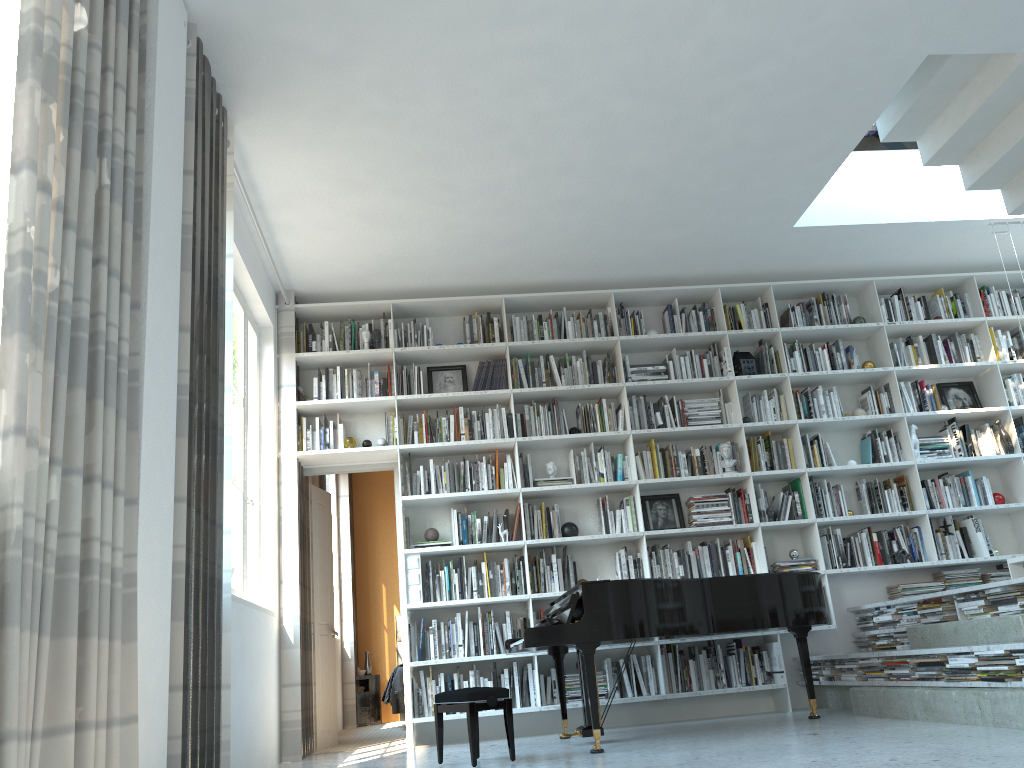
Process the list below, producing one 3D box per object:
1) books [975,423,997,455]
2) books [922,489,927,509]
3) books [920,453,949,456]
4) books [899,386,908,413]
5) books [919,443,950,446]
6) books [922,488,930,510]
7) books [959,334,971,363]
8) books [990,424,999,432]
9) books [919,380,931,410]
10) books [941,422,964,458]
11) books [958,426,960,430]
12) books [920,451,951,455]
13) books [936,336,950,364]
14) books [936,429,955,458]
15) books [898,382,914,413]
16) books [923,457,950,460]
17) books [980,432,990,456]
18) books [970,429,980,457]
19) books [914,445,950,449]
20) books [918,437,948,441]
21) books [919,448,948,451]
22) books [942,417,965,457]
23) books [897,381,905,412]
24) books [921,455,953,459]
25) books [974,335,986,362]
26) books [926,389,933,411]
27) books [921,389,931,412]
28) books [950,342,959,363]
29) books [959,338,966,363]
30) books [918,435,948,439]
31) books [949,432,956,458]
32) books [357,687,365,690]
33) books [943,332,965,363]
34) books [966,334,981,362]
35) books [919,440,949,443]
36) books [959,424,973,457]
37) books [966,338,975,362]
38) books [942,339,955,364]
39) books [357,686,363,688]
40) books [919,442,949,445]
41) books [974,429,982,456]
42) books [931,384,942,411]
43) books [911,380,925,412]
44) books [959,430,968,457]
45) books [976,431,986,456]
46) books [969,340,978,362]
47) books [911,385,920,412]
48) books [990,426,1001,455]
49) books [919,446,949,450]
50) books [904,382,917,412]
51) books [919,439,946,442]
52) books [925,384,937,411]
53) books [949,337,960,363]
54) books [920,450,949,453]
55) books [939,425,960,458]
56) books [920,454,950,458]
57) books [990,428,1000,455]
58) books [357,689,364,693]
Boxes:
[{"bbox_3d":[3.642,0.461,6.838,0.021,0.270,0.192,-3,-18,-6],"label":"books"},{"bbox_3d":[3.052,0.888,6.662,0.023,0.186,0.160,-3,-18,-6],"label":"books"},{"bbox_3d":[3.184,0.558,6.788,0.254,0.012,0.161,-4,-18,-4],"label":"books"},{"bbox_3d":[3.013,0.161,6.894,0.011,0.247,0.156,-3,-18,-6],"label":"books"},{"bbox_3d":[3.181,0.489,6.810,0.285,0.012,0.160,-4,-18,-4],"label":"books"},{"bbox_3d":[3.075,0.887,6.662,0.022,0.183,0.163,-3,-18,-6],"label":"books"},{"bbox_3d":[3.572,-0.236,7.056,0.036,0.271,0.177,-3,-18,-6],"label":"books"},{"bbox_3d":[3.778,0.457,6.885,0.029,0.282,0.139,-3,-18,-6],"label":"books"},{"bbox_3d":[3.192,0.132,6.915,0.014,0.284,0.176,-3,-18,-6],"label":"books"},{"bbox_3d":[3.388,0.460,6.814,0.011,0.299,0.184,-3,-18,-6],"label":"books"},{"bbox_3d":[3.439,0.475,6.839,0.013,0.279,0.131,-3,-18,-6],"label":"books"},{"bbox_3d":[3.184,0.547,6.791,0.285,0.012,0.160,-3,-18,-8],"label":"books"},{"bbox_3d":[3.401,-0.225,7.059,0.048,0.282,0.163,-3,-18,-6],"label":"books"},{"bbox_3d":[3.334,0.491,6.817,0.012,0.253,0.161,-3,-18,-6],"label":"books"},{"bbox_3d":[3.049,0.141,6.910,0.065,0.288,0.146,-3,-18,-6],"label":"books"},{"bbox_3d":[3.187,0.591,6.773,0.254,0.012,0.161,-2,-18,-10],"label":"books"},{"bbox_3d":[3.620,0.497,6.850,0.025,0.212,0.156,-3,-18,-6],"label":"books"},{"bbox_3d":[3.532,0.485,6.836,0.031,0.241,0.147,-3,-18,-6],"label":"books"},{"bbox_3d":[3.182,0.500,6.804,0.285,0.012,0.160,-2,-18,-9],"label":"books"},{"bbox_3d":[3.177,0.443,6.824,0.285,0.012,0.160,-3,-18,-8],"label":"books"},{"bbox_3d":[3.182,0.525,6.803,0.254,0.012,0.161,-3,-18,-6],"label":"books"},{"bbox_3d":[3.397,0.441,6.820,0.010,0.338,0.180,-3,-18,-6],"label":"books"},{"bbox_3d":[2.997,0.139,6.909,0.015,0.299,0.141,-3,-18,-6],"label":"books"},{"bbox_3d":[3.186,0.579,6.774,0.285,0.012,0.160,-5,-18,-1],"label":"books"},{"bbox_3d":[3.695,-0.236,7.078,0.031,0.264,0.170,-3,-18,-6],"label":"books"},{"bbox_3d":[3.218,0.166,6.910,0.033,0.212,0.153,-3,-18,-6],"label":"books"},{"bbox_3d":[3.183,0.166,6.891,0.013,0.206,0.190,-3,-18,-6],"label":"books"},{"bbox_3d":[3.471,-0.203,7.040,0.031,0.216,0.166,-3,-18,-6],"label":"books"},{"bbox_3d":[3.549,-0.221,7.058,0.011,0.248,0.152,-3,-18,-6],"label":"books"},{"bbox_3d":[3.176,0.432,6.828,0.285,0.012,0.160,-4,-18,-4],"label":"books"},{"bbox_3d":[3.350,0.498,6.834,0.023,0.246,0.138,-3,-18,-6],"label":"books"},{"bbox_3d":[-1.758,3.404,9.901,0.189,0.022,0.134,12,-25,-42],"label":"books"},{"bbox_3d":[3.517,-0.244,7.052,0.022,0.293,0.181,-3,-18,-6],"label":"books"},{"bbox_3d":[3.666,-0.243,7.080,0.026,0.283,0.147,-3,-18,-6],"label":"books"},{"bbox_3d":[3.179,0.466,6.817,0.285,0.012,0.160,-4,-18,-4],"label":"books"},{"bbox_3d":[3.476,0.468,6.831,0.059,0.281,0.168,-3,-18,-6],"label":"books"},{"bbox_3d":[3.606,-0.221,7.061,0.030,0.240,0.162,-3,-18,-6],"label":"books"},{"bbox_3d":[3.436,-0.214,7.033,0.014,0.239,0.190,-3,-18,-6],"label":"books"},{"bbox_3d":[-1.759,3.391,9.914,0.133,0.012,0.189,-9,-18,11],"label":"books"},{"bbox_3d":[3.181,0.475,6.807,0.285,0.012,0.160,-2,-18,-11],"label":"books"},{"bbox_3d":[3.561,0.485,6.858,0.031,0.249,0.133,-3,-18,-6],"label":"books"},{"bbox_3d":[3.268,0.145,6.910,0.026,0.243,0.178,-3,-18,-6],"label":"books"},{"bbox_3d":[3.146,0.134,6.912,0.012,0.286,0.177,-3,-18,-6],"label":"books"},{"bbox_3d":[3.421,0.491,6.814,0.030,0.235,0.180,-3,-18,-6],"label":"books"},{"bbox_3d":[3.592,0.490,6.857,0.028,0.234,0.129,-3,-18,-6],"label":"books"},{"bbox_3d":[3.644,-0.217,7.074,0.022,0.233,0.159,-3,-18,-6],"label":"books"},{"bbox_3d":[3.118,0.152,6.929,0.043,0.268,0.131,-3,-18,-6],"label":"books"},{"bbox_3d":[3.705,0.470,6.859,0.024,0.254,0.145,-3,-18,-6],"label":"books"},{"bbox_3d":[3.184,0.510,6.796,0.254,0.012,0.161,-5,-18,-1],"label":"books"},{"bbox_3d":[3.090,0.142,6.919,0.012,0.284,0.160,-3,-18,-6],"label":"books"},{"bbox_3d":[3.178,0.455,6.820,0.254,0.012,0.161,-4,-18,-4],"label":"books"},{"bbox_3d":[3.243,0.145,6.919,0.021,0.252,0.167,-3,-18,-6],"label":"books"},{"bbox_3d":[3.495,-0.224,7.058,0.023,0.263,0.156,-3,-18,-6],"label":"books"},{"bbox_3d":[3.184,0.533,6.789,0.254,0.012,0.161,-2,-18,-11],"label":"books"},{"bbox_3d":[3.375,0.477,6.835,0.012,0.284,0.160,-3,-18,-6],"label":"books"},{"bbox_3d":[3.185,0.568,6.780,0.254,0.012,0.161,-5,-18,-2],"label":"books"},{"bbox_3d":[3.674,0.475,6.839,0.041,0.238,0.177,-3,-18,-6],"label":"books"},{"bbox_3d":[-1.752,3.429,9.894,0.129,0.030,0.182,-10,-19,15],"label":"books"}]
